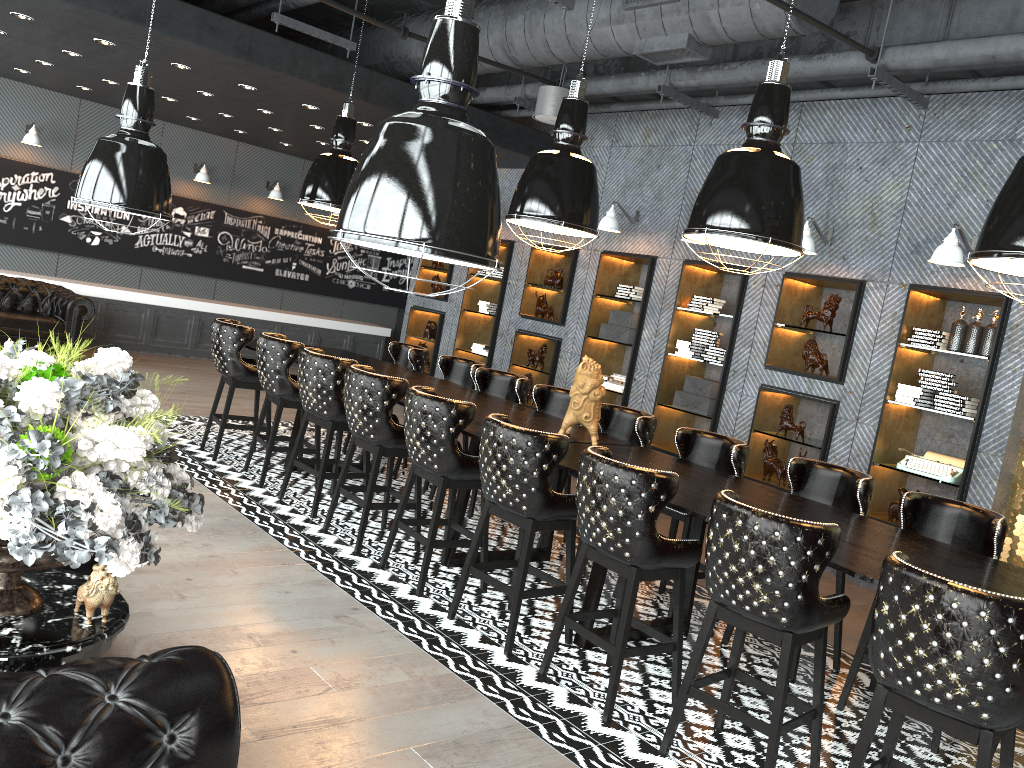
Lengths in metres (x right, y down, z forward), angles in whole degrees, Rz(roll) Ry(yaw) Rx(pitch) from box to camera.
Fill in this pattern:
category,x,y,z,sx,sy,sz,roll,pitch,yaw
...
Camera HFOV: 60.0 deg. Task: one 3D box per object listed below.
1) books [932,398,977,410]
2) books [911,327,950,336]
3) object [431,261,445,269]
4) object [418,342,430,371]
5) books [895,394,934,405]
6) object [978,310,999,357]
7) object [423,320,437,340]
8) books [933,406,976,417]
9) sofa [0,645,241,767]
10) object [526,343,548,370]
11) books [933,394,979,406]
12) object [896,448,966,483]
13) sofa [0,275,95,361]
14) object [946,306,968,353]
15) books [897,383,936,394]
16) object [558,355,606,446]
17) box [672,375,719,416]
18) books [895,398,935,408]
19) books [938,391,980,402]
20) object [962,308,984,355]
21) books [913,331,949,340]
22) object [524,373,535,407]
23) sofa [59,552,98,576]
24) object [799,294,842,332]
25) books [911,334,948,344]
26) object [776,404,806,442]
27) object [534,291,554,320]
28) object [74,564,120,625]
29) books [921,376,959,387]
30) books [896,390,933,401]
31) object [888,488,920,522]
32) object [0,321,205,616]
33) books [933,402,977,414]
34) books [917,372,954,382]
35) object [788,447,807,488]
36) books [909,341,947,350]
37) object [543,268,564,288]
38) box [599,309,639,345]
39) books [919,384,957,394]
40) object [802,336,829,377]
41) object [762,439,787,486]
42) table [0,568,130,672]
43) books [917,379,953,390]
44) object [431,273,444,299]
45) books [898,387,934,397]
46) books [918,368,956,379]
category,x,y,z,sx,sy,sz,roll,pitch,yaw
books,3.304,0.147,6.619,0.193,0.028,0.246,6,7,-39
books,3.222,-0.396,6.786,0.193,0.028,0.246,7,7,-38
object,-0.930,-1.646,11.537,0.097,0.290,0.290,6,7,-42
object,-1.150,-0.365,11.680,0.269,0.362,0.169,15,7,42
books,3.090,0.120,6.775,0.245,0.028,0.194,9,6,-20
object,3.447,-0.361,6.375,0.109,0.349,0.109,12,5,19
object,-1.061,-0.710,11.698,0.126,0.249,0.253,13,6,24
books,3.299,0.205,6.602,0.193,0.028,0.246,6,7,-40
sofa,-0.440,1.129,0.830,1.239,0.837,2.569,6,7,-41
object,0.269,-0.329,10.038,0.143,0.306,0.318,6,7,-46
books,3.316,0.120,6.624,0.193,0.028,0.246,7,6,-35
object,3.216,0.612,6.803,0.484,0.148,0.535,6,7,-42
sofa,-6.333,-0.871,10.214,2.564,0.837,1.241,6,7,-41
object,3.302,-0.405,6.550,0.109,0.349,0.109,11,5,4
books,3.104,0.034,6.805,0.245,0.028,0.194,6,7,-43
object,0.461,0.096,5.363,0.249,0.545,0.475,12,5,12
box,1.763,0.103,8.401,0.323,0.315,0.420,6,7,-41
books,3.110,0.148,6.825,0.245,0.028,0.194,8,6,-26
books,3.335,0.096,6.606,0.193,0.028,0.246,6,7,-42
object,3.375,-0.383,6.463,0.109,0.349,0.109,14,6,34
books,3.230,-0.364,6.772,0.193,0.028,0.246,6,7,-41
object,0.209,0.076,10.004,0.177,0.387,0.338,7,6,-33
sofa,-2.507,0.506,3.296,1.239,0.837,2.569,6,7,-41
object,2.586,-0.612,7.425,0.152,0.325,0.292,6,7,-43
books,3.211,-0.340,6.776,0.193,0.028,0.246,6,7,-39
object,2.364,0.322,7.468,0.134,0.294,0.257,7,6,-33
object,0.372,-0.870,9.960,0.154,0.309,0.325,7,6,-36
object,-1.009,0.497,2.177,0.086,0.183,0.136,7,6,-34
books,3.234,-0.019,6.714,0.246,0.028,0.193,12,6,19
books,3.102,0.090,6.816,0.245,0.028,0.194,6,7,-39
object,3.025,0.945,6.678,0.164,0.303,0.342,7,6,-36
object,-1.199,0.209,2.177,0.847,0.662,0.876,10,5,-10
books,3.303,0.177,6.601,0.193,0.028,0.246,8,6,-28
books,3.215,-0.053,6.731,0.246,0.028,0.193,14,6,29
object,2.451,0.719,7.450,0.198,0.358,0.116,10,5,-11
books,3.207,-0.284,6.788,0.193,0.028,0.246,7,7,-36
object,0.470,-1.192,9.911,0.138,0.222,0.278,6,7,-41
box,1.139,-0.595,9.194,0.298,0.315,0.420,6,7,-41
books,3.235,0.038,6.728,0.246,0.028,0.193,14,6,32
object,2.547,-0.225,7.412,0.158,0.337,0.242,7,6,-36
object,2.263,0.670,7.625,0.267,0.359,0.168,15,7,42
table,-1.314,0.893,2.210,0.572,0.726,0.572,12,5,12
books,3.191,0.003,6.695,0.246,0.028,0.193,13,6,25
object,-0.957,-1.275,11.575,0.155,0.329,0.236,7,6,-36
books,3.100,0.061,6.808,0.245,0.028,0.194,5,8,-46
books,3.224,-0.080,6.732,0.246,0.028,0.193,13,6,20
